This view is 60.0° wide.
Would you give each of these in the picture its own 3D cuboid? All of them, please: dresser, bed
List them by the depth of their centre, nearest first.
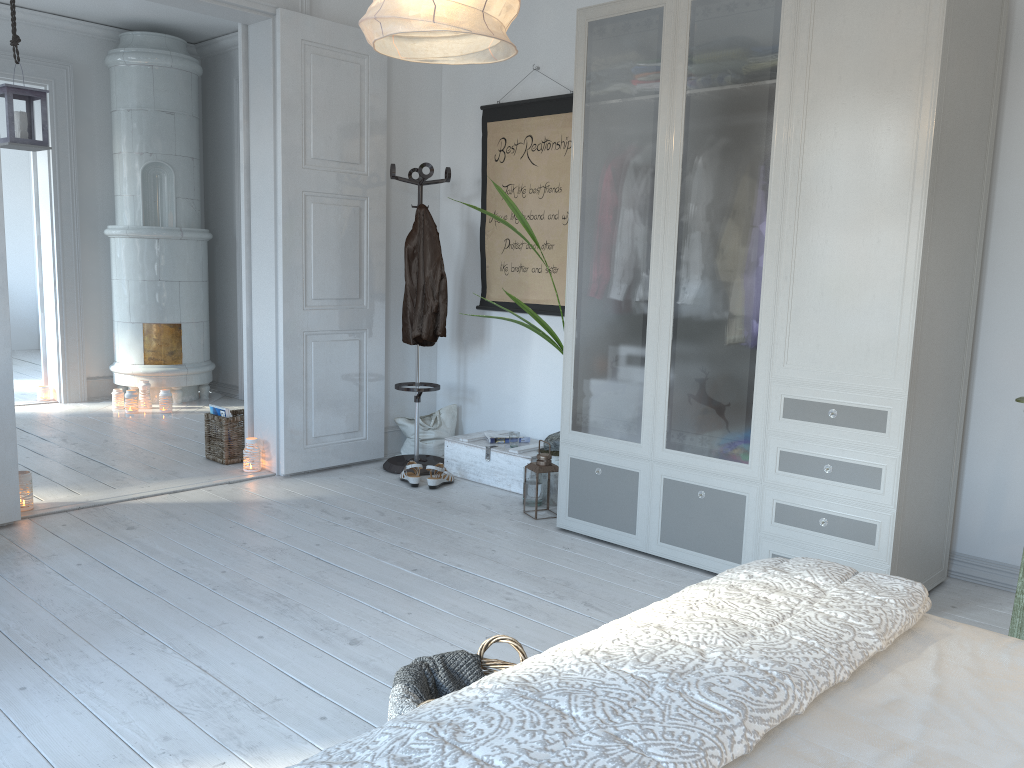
[{"bbox_3d":[0.753,0.570,0.654,2.173,1.049,1.886,9,11,42],"label":"bed"},{"bbox_3d":[0.955,-0.385,3.476,1.430,2.169,0.630,10,12,42],"label":"dresser"}]

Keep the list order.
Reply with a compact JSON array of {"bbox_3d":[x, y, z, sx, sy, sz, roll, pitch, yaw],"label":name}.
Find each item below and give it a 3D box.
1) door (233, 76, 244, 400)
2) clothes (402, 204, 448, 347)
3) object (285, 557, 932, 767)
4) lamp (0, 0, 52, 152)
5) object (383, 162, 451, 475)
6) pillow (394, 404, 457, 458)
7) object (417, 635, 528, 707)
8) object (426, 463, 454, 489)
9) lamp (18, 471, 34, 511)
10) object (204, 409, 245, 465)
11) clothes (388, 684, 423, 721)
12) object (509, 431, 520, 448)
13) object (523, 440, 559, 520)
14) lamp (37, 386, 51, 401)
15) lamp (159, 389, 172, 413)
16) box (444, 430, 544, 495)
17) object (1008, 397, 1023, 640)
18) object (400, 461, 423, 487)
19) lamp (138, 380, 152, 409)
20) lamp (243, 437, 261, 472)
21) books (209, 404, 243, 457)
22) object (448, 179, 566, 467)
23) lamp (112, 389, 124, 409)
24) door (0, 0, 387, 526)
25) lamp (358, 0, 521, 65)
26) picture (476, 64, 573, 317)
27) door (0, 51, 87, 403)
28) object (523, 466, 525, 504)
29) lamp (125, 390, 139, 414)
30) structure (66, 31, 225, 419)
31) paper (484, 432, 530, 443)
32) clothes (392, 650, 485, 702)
[{"bbox_3d":[-1.492,-1.036,6.573,1.596,2.512,0.306,10,12,42],"label":"door"},{"bbox_3d":[-0.468,-0.578,4.779,0.237,0.772,0.211,0,9,-14],"label":"clothes"},{"bbox_3d":[0.146,0.437,1.222,0.404,0.104,1.458,9,11,42],"label":"object"},{"bbox_3d":[-2.707,-2.188,4.812,0.228,1.767,0.228,9,11,39],"label":"lamp"},{"bbox_3d":[-0.514,-0.349,4.875,0.374,1.663,0.374,-5,11,-39],"label":"object"},{"bbox_3d":[-0.500,0.277,5.266,0.272,0.315,0.317,10,11,43],"label":"pillow"},{"bbox_3d":[-0.079,0.743,1.820,0.319,0.352,0.318,-1,9,-15],"label":"object"},{"bbox_3d":[-0.369,0.463,4.641,0.099,0.126,0.272,4,8,15],"label":"object"},{"bbox_3d":[-2.168,0.474,3.919,0.089,0.167,0.089,8,10,35],"label":"lamp"},{"bbox_3d":[-1.580,0.297,5.075,0.223,0.265,0.269,9,11,42],"label":"object"},{"bbox_3d":[-0.114,0.752,1.815,0.283,0.289,0.234,1,8,-8],"label":"clothes"},{"bbox_3d":[0.011,0.293,4.633,0.060,0.082,0.060,3,8,8],"label":"object"},{"bbox_3d":[0.144,0.439,4.113,0.131,0.352,0.137,-2,9,-24],"label":"object"},{"bbox_3d":[-3.583,0.072,6.781,0.093,0.110,0.093,-3,10,-30],"label":"lamp"},{"bbox_3d":[-2.532,0.125,6.483,0.089,0.166,0.089,9,11,41],"label":"lamp"},{"bbox_3d":[-0.024,0.408,4.772,0.640,0.219,0.375,9,11,42],"label":"box"},{"bbox_3d":[1.870,0.465,2.701,0.670,0.776,0.431,9,11,42],"label":"object"},{"bbox_3d":[-0.534,0.454,4.670,0.099,0.126,0.272,0,8,-14],"label":"object"},{"bbox_3d":[-2.740,0.079,6.615,0.098,0.210,0.098,-6,12,-42],"label":"lamp"},{"bbox_3d":[-1.394,0.380,4.752,0.092,0.180,0.092,6,9,26],"label":"lamp"},{"bbox_3d":[-1.588,0.265,5.061,0.179,0.301,0.200,10,11,42],"label":"books"},{"bbox_3d":[0.182,-0.190,4.241,1.043,1.558,0.288,-1,9,-17],"label":"object"},{"bbox_3d":[-2.920,0.111,6.573,0.084,0.147,0.084,-6,11,-42],"label":"lamp"},{"bbox_3d":[-1.736,-0.714,4.145,0.576,2.512,2.596,10,11,42],"label":"door"},{"bbox_3d":[-0.133,-1.307,1.768,0.338,1.234,0.339,-1,9,-16],"label":"lamp"},{"bbox_3d":[0.109,-1.037,4.779,0.792,1.317,0.057,10,12,42],"label":"picture"},{"bbox_3d":[-3.932,-1.056,6.176,0.576,2.512,2.596,10,11,42],"label":"door"},{"bbox_3d":[0.102,0.494,4.298,0.100,0.181,0.100,4,9,13],"label":"object"},{"bbox_3d":[-2.752,0.128,6.415,0.089,0.166,0.089,10,12,44],"label":"lamp"},{"bbox_3d":[-2.725,-1.165,6.653,0.800,2.835,1.244,1,9,-2],"label":"structure"},{"bbox_3d":[-0.030,0.292,4.817,0.221,0.031,0.174,0,8,-15],"label":"paper"},{"bbox_3d":[-0.120,0.732,1.859,0.297,0.270,0.245,10,11,43],"label":"clothes"}]
